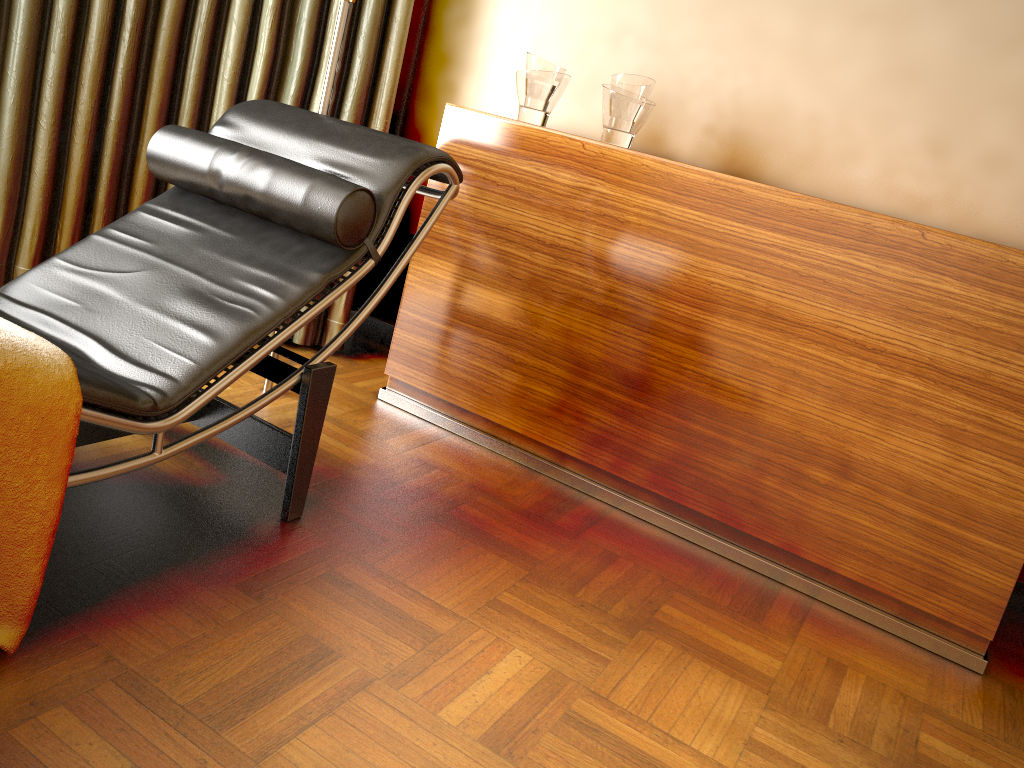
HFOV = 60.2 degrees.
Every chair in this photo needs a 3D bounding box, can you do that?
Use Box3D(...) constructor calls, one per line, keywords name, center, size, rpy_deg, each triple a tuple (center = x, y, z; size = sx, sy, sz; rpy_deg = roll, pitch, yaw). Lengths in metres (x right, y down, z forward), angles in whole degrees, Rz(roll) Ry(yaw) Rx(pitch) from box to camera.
Box3D(name="chair", center=(-0.839, -0.136, 1.494), size=(0.643, 0.782, 1.802), rpy_deg=(21, 17, 25))

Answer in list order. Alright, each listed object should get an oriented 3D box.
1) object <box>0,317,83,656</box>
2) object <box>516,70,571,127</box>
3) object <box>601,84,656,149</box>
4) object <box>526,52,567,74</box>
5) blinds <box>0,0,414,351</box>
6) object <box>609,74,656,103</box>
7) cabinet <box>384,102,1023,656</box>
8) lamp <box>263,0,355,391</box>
Box3D(name="object", center=(-1.142, 0.073, 1.068), size=(0.929, 0.511, 0.915), rpy_deg=(22, 17, 25))
Box3D(name="object", center=(0.074, -0.816, 2.510), size=(0.155, 0.151, 0.159), rpy_deg=(10, 15, -17))
Box3D(name="object", center=(0.300, -0.723, 2.392), size=(0.156, 0.151, 0.158), rpy_deg=(19, 15, 16))
Box3D(name="object", center=(0.083, -0.852, 2.502), size=(0.123, 0.147, 0.124), rpy_deg=(16, 14, 8))
Box3D(name="blinds", center=(-1.007, -1.392, 2.562), size=(1.525, 2.409, 0.229), rpy_deg=(10, 13, -18))
Box3D(name="object", center=(0.310, -0.758, 2.384), size=(0.123, 0.147, 0.124), rpy_deg=(16, 14, 5))
Box3D(name="cabinet", center=(0.517, -0.123, 2.367), size=(1.695, 0.847, 0.418), rpy_deg=(22, 15, 26))
Box3D(name="lamp", center=(-0.641, -0.708, 1.666), size=(0.458, 1.931, 1.422), rpy_deg=(21, 15, 28))
